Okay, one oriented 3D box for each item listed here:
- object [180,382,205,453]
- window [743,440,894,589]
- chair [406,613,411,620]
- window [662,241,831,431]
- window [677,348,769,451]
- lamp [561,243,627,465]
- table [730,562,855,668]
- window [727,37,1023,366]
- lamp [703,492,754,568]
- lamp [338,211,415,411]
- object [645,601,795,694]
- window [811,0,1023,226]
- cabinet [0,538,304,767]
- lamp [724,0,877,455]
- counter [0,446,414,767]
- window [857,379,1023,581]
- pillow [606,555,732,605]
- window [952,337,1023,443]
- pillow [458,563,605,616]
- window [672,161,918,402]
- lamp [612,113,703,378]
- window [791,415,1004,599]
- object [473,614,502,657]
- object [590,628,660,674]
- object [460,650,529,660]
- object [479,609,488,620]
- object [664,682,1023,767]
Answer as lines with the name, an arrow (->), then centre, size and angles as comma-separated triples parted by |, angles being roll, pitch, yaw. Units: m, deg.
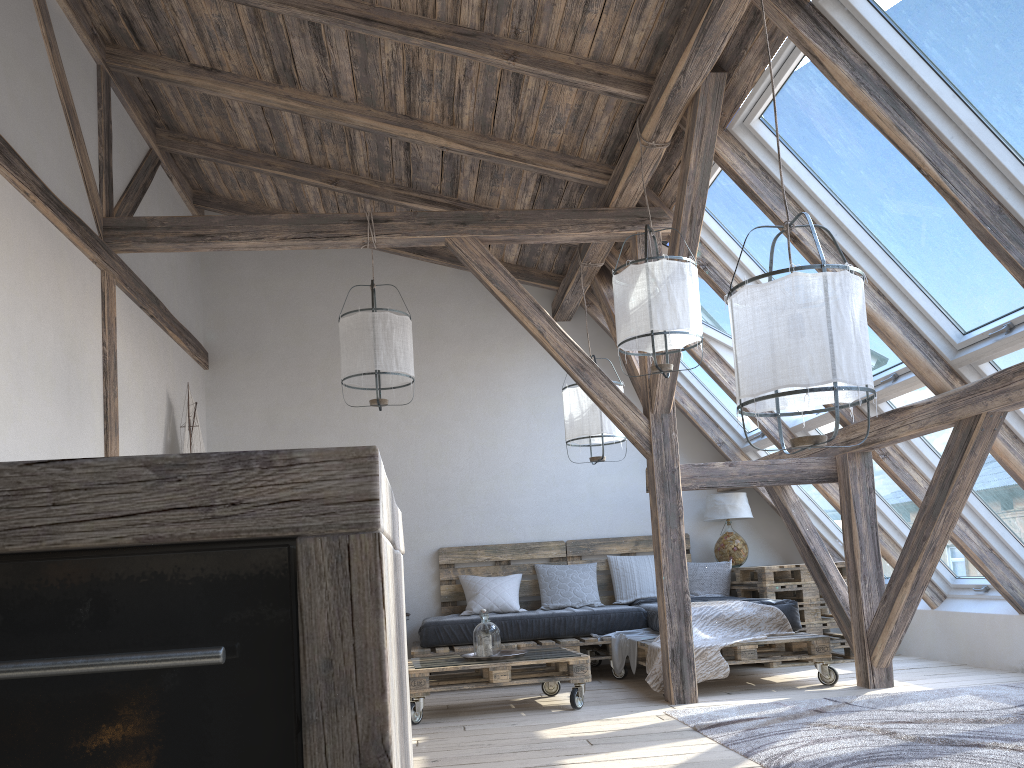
object -> -2.122, 0.502, 5.934 | 0.140, 0.977, 0.803 | -3, -8, -1
window -> 2.426, 0.953, 6.489 | 1.095, 1.258, 0.869 | -3, -8, -6
chair -> -0.927, 1.995, 6.637 | 0.354, 0.513, 0.359 | -3, -8, -3
window -> 1.500, -0.380, 5.587 | 1.349, 1.258, 0.869 | -3, -8, -6
window -> 1.363, -0.175, 6.494 | 1.095, 1.258, 0.869 | -3, -8, -6
lamp -> 0.515, -0.227, 5.850 | 0.403, 1.495, 0.409 | -8, -7, 35
table -> 2.053, 1.720, 6.647 | 0.674, 0.690, 1.036 | -3, -10, -6
window -> 1.636, -0.786, 3.760 | 1.095, 1.258, 0.869 | -3, -8, -6
lamp -> 1.670, 1.557, 7.144 | 0.389, 1.265, 0.836 | -1, -8, -20
lamp -> -0.778, -0.403, 4.969 | 0.411, 1.068, 0.402 | -8, -8, 35
object -> 1.227, 1.548, 5.245 | 0.815, 0.466, 1.022 | -8, -12, 23
window -> 1.727, -0.990, 2.849 | 1.095, 1.258, 0.869 | -3, -8, -6
cabinet -> 0.038, -0.485, 0.082 | 4.211, 2.472, 2.128 | -2, -8, -6
lamp -> 0.836, -0.731, 2.737 | 0.403, 1.868, 0.409 | -8, -7, 35
counter -> 0.285, 0.335, 0.097 | 3.809, 0.839, 2.285 | -2, -11, -6
window -> 2.608, 0.545, 4.667 | 1.095, 1.258, 0.869 | -3, -8, -6
pillow -> 1.234, 1.511, 6.907 | 0.969, 0.393, 0.392 | -6, -9, 10
window -> 2.699, 0.342, 3.756 | 1.095, 1.258, 0.869 | -3, -8, -6
pillow -> 0.146, 1.562, 6.760 | 1.129, 0.350, 0.357 | -2, -9, -6
window -> 1.545, -0.582, 4.671 | 1.095, 1.258, 0.869 | -3, -8, -6
lamp -> 0.671, -0.689, 4.244 | 0.407, 1.286, 0.405 | 0, -7, -30
window -> 2.517, 0.749, 5.578 | 1.095, 1.258, 0.869 | -3, -8, -6
object -> -0.142, 1.421, 4.959 | 0.156, 0.243, 0.158 | 2, -9, -37
object -> 0.889, 1.810, 5.969 | 0.504, 0.272, 0.721 | 1, -12, -21
object -> -0.100, 1.550, 5.028 | 0.396, 0.021, 0.401 | -6, -13, 13
object -> -0.159, 1.447, 5.123 | 0.071, 0.264, 0.156 | -3, -7, -6
object -> 2.011, 1.271, 3.082 | 2.186, 0.055, 3.248 | -2, -12, -6
